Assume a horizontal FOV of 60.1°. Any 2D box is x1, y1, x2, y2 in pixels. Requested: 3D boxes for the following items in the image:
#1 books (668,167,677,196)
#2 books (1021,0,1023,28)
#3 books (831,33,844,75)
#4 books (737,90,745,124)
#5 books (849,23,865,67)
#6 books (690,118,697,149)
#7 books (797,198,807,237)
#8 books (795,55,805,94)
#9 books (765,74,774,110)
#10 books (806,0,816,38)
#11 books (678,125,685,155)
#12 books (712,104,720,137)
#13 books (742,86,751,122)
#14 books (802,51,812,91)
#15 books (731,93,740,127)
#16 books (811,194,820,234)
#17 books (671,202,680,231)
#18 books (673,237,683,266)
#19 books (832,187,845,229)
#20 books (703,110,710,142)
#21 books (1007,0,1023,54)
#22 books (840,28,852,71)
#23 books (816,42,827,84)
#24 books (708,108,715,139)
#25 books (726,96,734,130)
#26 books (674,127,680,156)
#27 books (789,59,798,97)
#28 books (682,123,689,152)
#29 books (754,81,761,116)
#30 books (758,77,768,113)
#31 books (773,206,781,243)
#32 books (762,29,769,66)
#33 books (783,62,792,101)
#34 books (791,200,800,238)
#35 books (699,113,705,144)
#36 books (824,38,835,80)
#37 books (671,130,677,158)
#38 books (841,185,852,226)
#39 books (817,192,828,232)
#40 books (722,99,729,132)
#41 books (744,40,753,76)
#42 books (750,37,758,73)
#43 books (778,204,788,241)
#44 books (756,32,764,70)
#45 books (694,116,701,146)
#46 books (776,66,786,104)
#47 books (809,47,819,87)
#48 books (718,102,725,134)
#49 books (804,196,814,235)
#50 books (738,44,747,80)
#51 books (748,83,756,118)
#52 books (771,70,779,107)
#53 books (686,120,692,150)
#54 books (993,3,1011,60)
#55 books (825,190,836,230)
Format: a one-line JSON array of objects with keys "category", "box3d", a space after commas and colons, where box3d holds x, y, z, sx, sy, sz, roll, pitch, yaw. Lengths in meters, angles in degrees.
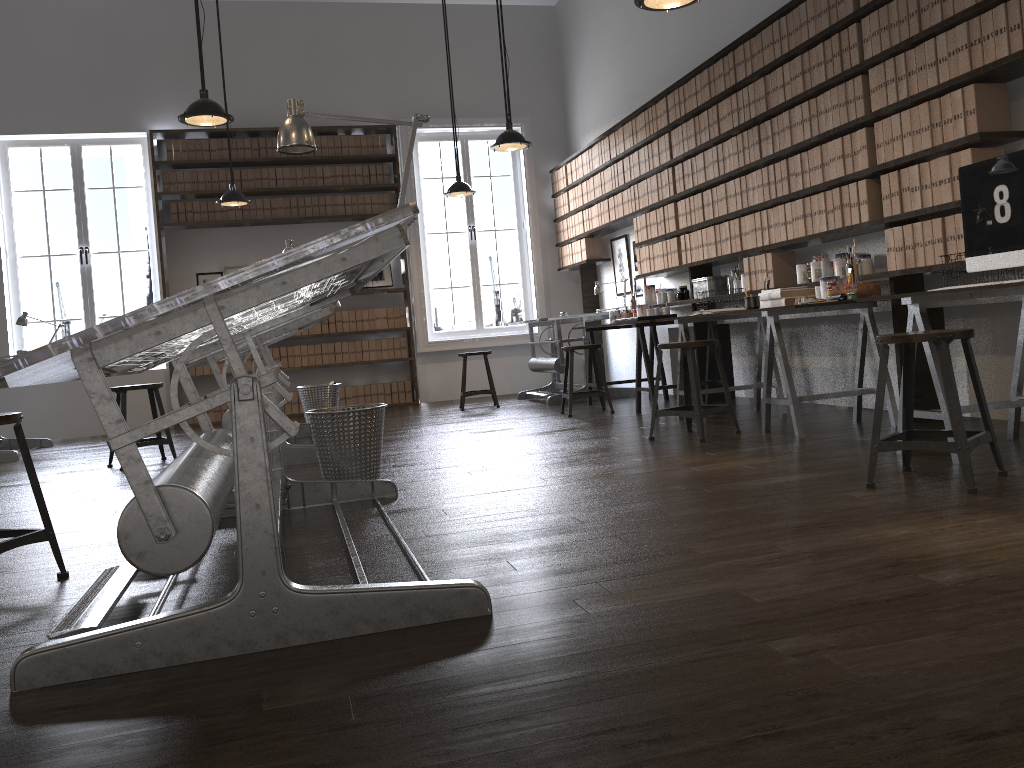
[{"category": "books", "box3d": [1.328, -1.588, 6.952, 0.175, 0.225, 0.066, -5, 0, -14]}, {"category": "books", "box3d": [2.178, -1.487, 3.613, 0.175, 0.226, 0.067, -5, 0, -14]}, {"category": "books", "box3d": [1.844, -1.791, 4.829, 0.175, 0.226, 0.067, -5, 0, -14]}, {"category": "books", "box3d": [1.587, -1.822, 5.840, 0.174, 0.225, 0.066, -5, 0, -14]}, {"category": "books", "box3d": [1.884, -1.787, 4.684, 0.175, 0.225, 0.066, -5, 0, -14]}, {"category": "books", "box3d": [1.409, -1.842, 6.520, 0.175, 0.226, 0.067, -5, 0, -14]}, {"category": "books", "box3d": [1.797, -0.991, 5.273, 0.175, 0.226, 0.067, -5, 0, -14]}, {"category": "books", "box3d": [1.755, -1.801, 5.172, 0.175, 0.226, 0.067, -5, 0, -14]}, {"category": "books", "box3d": [1.676, -1.812, 5.506, 0.174, 0.225, 0.066, -5, 0, -14]}, {"category": "books", "box3d": [1.773, -2.073, 5.023, 0.175, 0.225, 0.066, -5, 0, -14]}, {"category": "books", "box3d": [1.360, -1.848, 6.716, 0.175, 0.226, 0.067, -5, 0, -14]}, {"category": "books", "box3d": [1.498, -1.832, 6.176, 0.175, 0.226, 0.067, -5, 0, -14]}, {"category": "books", "box3d": [1.603, -1.819, 5.767, 0.175, 0.226, 0.067, -5, 0, -14]}, {"category": "books", "box3d": [1.777, -1.800, 5.109, 0.175, 0.225, 0.066, -5, 0, -14]}, {"category": "books", "box3d": [1.566, -1.823, 5.909, 0.175, 0.225, 0.066, -5, 0, -14]}, {"category": "books", "box3d": [1.837, -0.988, 5.141, 0.174, 0.225, 0.066, -5, 0, -14]}, {"category": "books", "box3d": [1.345, -1.311, 6.947, 0.175, 0.226, 0.067, -5, 0, -14]}, {"category": "books", "box3d": [1.368, -1.042, 6.951, 0.175, 0.226, 0.067, -5, 0, -14]}, {"category": "books", "box3d": [1.886, -0.981, 4.929, 0.175, 0.226, 0.067, -5, 0, -14]}, {"category": "books", "box3d": [1.463, -1.836, 6.318, 0.174, 0.225, 0.066, -5, 0, -14]}, {"category": "books", "box3d": [2.165, -1.489, 3.687, 0.175, 0.225, 0.066, -5, 0, -14]}, {"category": "books", "box3d": [1.867, -1.789, 4.758, 0.175, 0.225, 0.066, -5, 0, -14]}, {"category": "books", "box3d": [1.808, -1.795, 4.970, 0.174, 0.225, 0.066, -5, 0, -14]}, {"category": "books", "box3d": [1.485, -1.834, 6.250, 0.175, 0.225, 0.066, -5, 0, -14]}, {"category": "books", "box3d": [1.547, -1.825, 5.979, 0.175, 0.226, 0.067, -5, 0, -14]}, {"category": "books", "box3d": [1.347, -1.850, 6.785, 0.175, 0.225, 0.066, -5, 0, -14]}, {"category": "books", "box3d": [1.743, -1.804, 5.238, 0.175, 0.225, 0.066, -5, 0, -14]}, {"category": "books", "box3d": [1.380, -1.846, 6.646, 0.175, 0.225, 0.066, -5, 0, -14]}, {"category": "books", "box3d": [1.640, -1.816, 5.637, 0.175, 0.225, 0.066, -5, 0, -14]}, {"category": "books", "box3d": [1.652, -1.813, 5.571, 0.175, 0.226, 0.067, -5, 0, -14]}, {"category": "books", "box3d": [1.734, -1.000, 5.538, 0.175, 0.225, 0.066, -5, 0, -14]}, {"category": "books", "box3d": [1.652, -2.088, 5.498, 0.175, 0.225, 0.066, -5, 0, -14]}, {"category": "books", "box3d": [1.725, -1.805, 5.299, 0.175, 0.225, 0.066, -5, 0, -14]}, {"category": "books", "box3d": [1.785, -0.994, 5.339, 0.175, 0.225, 0.066, -5, 0, -14]}, {"category": "books", "box3d": [1.449, -1.838, 6.387, 0.174, 0.225, 0.066, -5, 0, -14]}, {"category": "books", "box3d": [1.830, -1.794, 4.903, 0.175, 0.225, 0.066, -5, 0, -14]}, {"category": "books", "box3d": [1.331, -1.852, 6.853, 0.174, 0.225, 0.066, -5, 0, -14]}, {"category": "books", "box3d": [1.910, -0.979, 4.859, 0.175, 0.225, 0.066, -5, 0, -14]}, {"category": "books", "box3d": [1.851, -0.985, 5.071, 0.174, 0.225, 0.066, -5, 0, -14]}, {"category": "books", "box3d": [1.536, -1.828, 6.042, 0.175, 0.225, 0.066, -5, 0, -14]}, {"category": "books", "box3d": [1.598, -2.094, 5.705, 0.174, 0.225, 0.066, -5, 0, -14]}, {"category": "books", "box3d": [1.619, -2.092, 5.638, 0.174, 0.225, 0.066, -5, 0, -14]}, {"category": "books", "box3d": [1.748, -0.997, 5.469, 0.175, 0.226, 0.067, -5, 0, -14]}, {"category": "books", "box3d": [1.635, -2.090, 5.570, 0.175, 0.225, 0.066, -5, 0, -14]}, {"category": "books", "box3d": [1.432, -1.840, 6.456, 0.175, 0.225, 0.066, -5, 0, -14]}, {"category": "books", "box3d": [1.706, -1.807, 5.368, 0.175, 0.226, 0.067, -5, 0, -14]}, {"category": "books", "box3d": [1.795, -1.798, 5.040, 0.174, 0.225, 0.066, -5, 0, -14]}, {"category": "books", "box3d": [1.522, -1.830, 6.106, 0.175, 0.225, 0.066, -5, 0, -14]}, {"category": "books", "box3d": [1.819, -0.990, 5.209, 0.175, 0.225, 0.066, -5, 0, -14]}, {"category": "books", "box3d": [1.577, -2.096, 5.774, 0.175, 0.225, 0.066, -5, 0, -14]}, {"category": "books", "box3d": [1.623, -1.817, 5.698, 0.175, 0.225, 0.066, -5, 0, -14]}, {"category": "books", "box3d": [1.692, -1.810, 5.437, 0.175, 0.225, 0.066, -5, 0, -14]}, {"category": "books", "box3d": [1.397, -1.844, 6.586, 0.175, 0.225, 0.066, -5, 0, -14]}, {"category": "books", "box3d": [2.142, -1.491, 3.754, 0.174, 0.225, 0.066, -5, 0, -14]}, {"category": "books", "box3d": [1.873, -0.984, 5.003, 0.175, 0.225, 0.066, -5, 0, -14]}]
